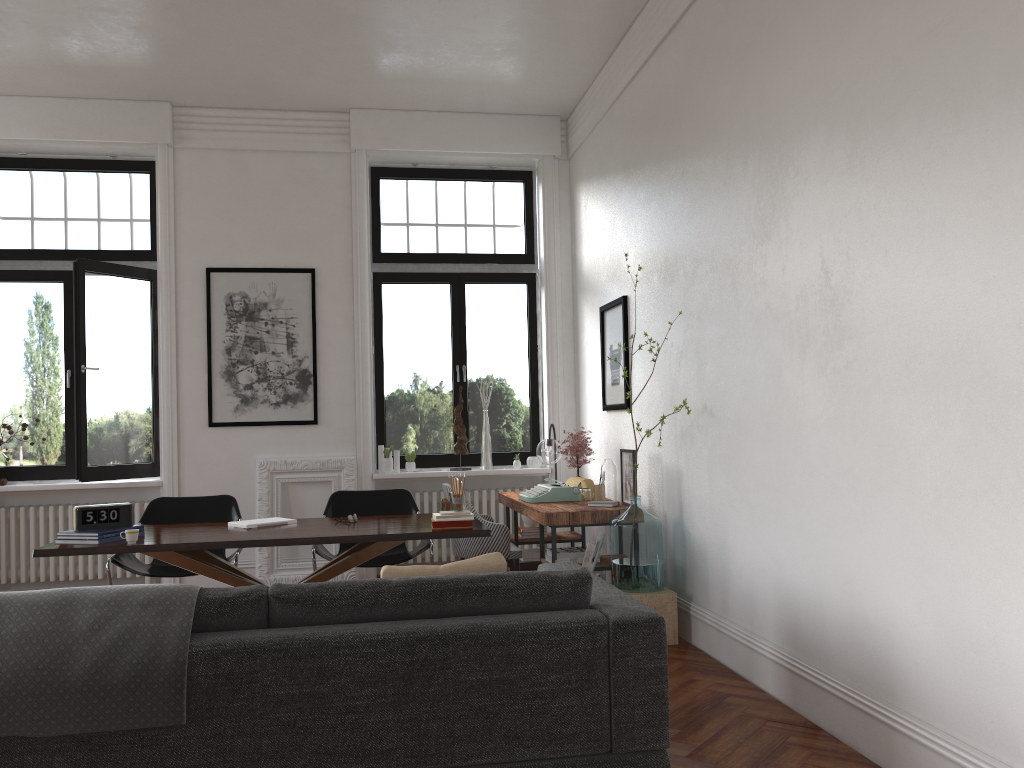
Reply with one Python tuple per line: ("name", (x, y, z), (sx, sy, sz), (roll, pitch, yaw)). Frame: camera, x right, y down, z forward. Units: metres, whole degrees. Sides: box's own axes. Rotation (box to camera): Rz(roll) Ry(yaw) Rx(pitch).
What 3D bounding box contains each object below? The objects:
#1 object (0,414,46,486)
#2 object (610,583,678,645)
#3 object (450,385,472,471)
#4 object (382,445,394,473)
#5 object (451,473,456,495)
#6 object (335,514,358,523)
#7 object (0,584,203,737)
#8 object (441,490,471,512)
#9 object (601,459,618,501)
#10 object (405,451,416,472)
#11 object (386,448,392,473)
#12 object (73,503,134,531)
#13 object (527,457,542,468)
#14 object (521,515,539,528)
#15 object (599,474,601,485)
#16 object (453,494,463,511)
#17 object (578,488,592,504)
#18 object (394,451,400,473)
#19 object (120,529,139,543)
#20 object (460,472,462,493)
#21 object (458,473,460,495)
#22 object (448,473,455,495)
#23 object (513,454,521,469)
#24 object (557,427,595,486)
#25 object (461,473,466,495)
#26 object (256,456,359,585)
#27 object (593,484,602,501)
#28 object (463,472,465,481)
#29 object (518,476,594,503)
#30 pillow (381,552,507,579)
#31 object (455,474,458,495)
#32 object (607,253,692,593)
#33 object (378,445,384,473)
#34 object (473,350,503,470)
("object", (-4.092, 0.524, 7.215), (0.542, 0.599, 0.317), (0, -2, -39))
("object", (0.757, 1.385, 5.329), (0.341, 0.316, 0.435), (-1, -2, -10))
("object", (-0.459, 0.388, 7.797), (0.165, 0.753, 0.143), (-2, -2, 32))
("object", (-1.070, 0.646, 7.633), (0.102, 0.244, 0.098), (0, -2, -32))
("object", (-0.316, 0.587, 4.889), (0.008, 0.193, 0.049), (0, -2, -41))
("object", (-0.951, 0.784, 5.183), (0.133, 0.047, 0.114), (-4, -3, 43))
("object", (-1.386, 0.851, 2.786), (0.752, 0.387, 0.400), (-1, -2, -10))
("object", (-0.325, 0.705, 5.127), (0.149, 0.166, 0.228), (-1, -2, -10))
("object", (0.659, 0.659, 6.007), (0.111, 0.302, 0.111), (-2, -2, 27))
("object", (-0.887, 0.677, 7.777), (0.097, 0.185, 0.099), (-2, -2, 13))
("object", (-1.070, 0.665, 7.720), (0.051, 0.213, 0.051), (-2, -2, 25))
("object", (-2.101, 0.684, 4.567), (0.275, 0.125, 0.082), (0, -2, -36))
("object", (0.200, 0.704, 7.980), (0.134, 0.097, 0.132), (0, -3, -40))
("object", (0.163, 1.086, 7.063), (0.173, 0.110, 0.173), (-2, -3, 27))
("object", (0.618, 0.717, 6.248), (0.054, 0.207, 0.008), (0, -2, -45))
("object", (-0.295, 0.652, 4.866), (0.058, 0.091, 0.058), (-1, -2, -23))
("object", (0.497, 0.766, 6.063), (0.093, 0.101, 0.093), (-1, -2, -18))
("object", (-1.001, 0.675, 7.708), (0.051, 0.188, 0.051), (-2, -2, 25))
("object", (-1.908, 0.762, 4.436), (0.082, 0.065, 0.064), (-2, -2, 11))
("object", (-0.288, 0.584, 4.893), (0.008, 0.195, 0.032), (-2, -2, 34))
("object", (-0.286, 0.582, 4.843), (0.008, 0.195, 0.037), (-1, -1, 2))
("object", (-0.324, 0.586, 4.864), (0.049, 0.193, 0.008), (-1, -1, -6))
("object", (0.044, 0.685, 7.868), (0.072, 0.134, 0.072), (-2, -2, 15))
("object", (0.500, 0.586, 6.838), (0.290, 0.528, 0.308), (-3, -2, 35))
("object", (-0.270, 0.584, 4.862), (0.044, 0.194, 0.008), (-2, -1, 20))
("object", (-1.699, 1.145, 7.352), (0.830, 1.061, 0.234), (-1, -1, -10))
("object", (0.612, 0.765, 6.230), (0.058, 0.113, 0.075), (-1, -2, -10))
("object", (-0.270, 0.583, 4.873), (0.038, 0.195, 0.008), (-2, -1, 16))
("object", (0.302, 0.760, 6.457), (0.484, 0.149, 0.535), (-1, -3, -11))
("pillow", (-0.247, 0.862, 3.313), (0.486, 0.460, 0.225), (-1, -2, -10))
("object", (-0.300, 0.584, 4.840), (0.008, 0.193, 0.049), (-2, -1, 14))
("object", (0.830, 0.193, 5.202), (0.353, 2.057, 0.808), (-1, -2, -29))
("object", (-1.139, 0.655, 7.728), (0.051, 0.238, 0.051), (-2, -2, 25))
("object", (-0.184, 0.233, 7.824), (0.296, 1.053, 0.290), (-1, -1, -7))
